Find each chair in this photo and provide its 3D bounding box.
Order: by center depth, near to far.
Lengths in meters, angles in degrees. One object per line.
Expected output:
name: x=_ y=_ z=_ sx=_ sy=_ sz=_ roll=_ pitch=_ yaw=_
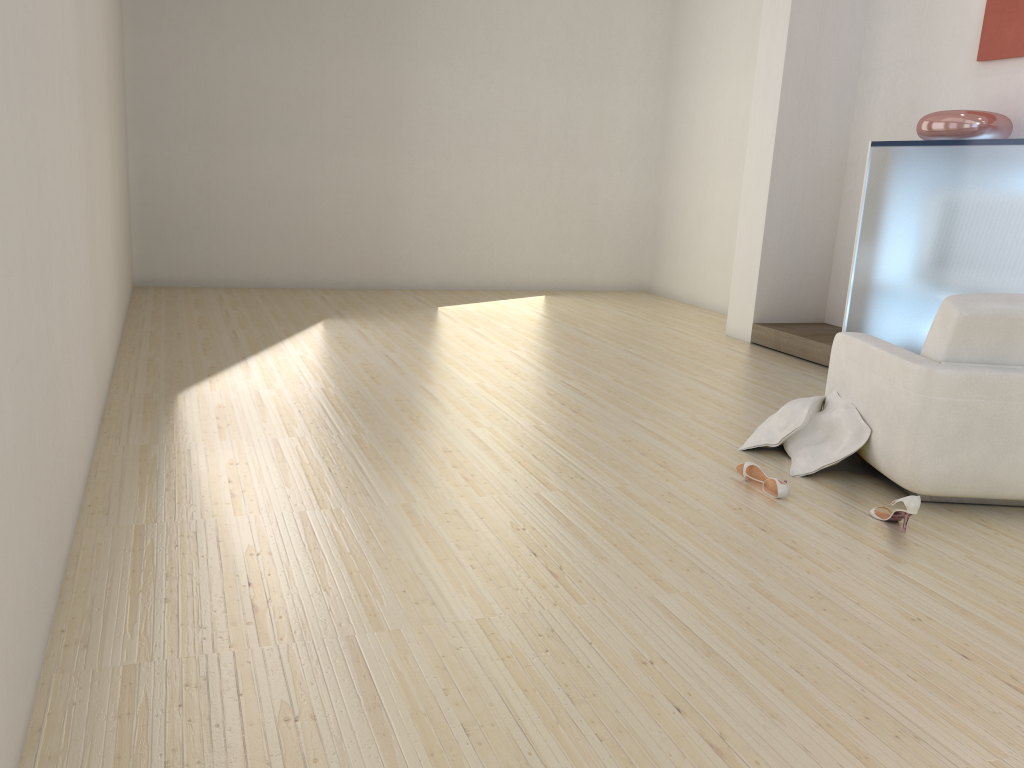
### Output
chair: x=2.007 y=-0.018 z=3.880 sx=0.919 sy=0.828 sz=0.941 roll=3 pitch=13 yaw=-1

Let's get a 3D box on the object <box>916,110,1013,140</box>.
object: x=2.857 y=-1.623 z=5.608 sx=0.534 sy=0.206 sz=0.546 roll=-5 pitch=16 yaw=-33

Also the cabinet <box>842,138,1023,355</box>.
cabinet: x=2.952 y=-0.751 z=5.422 sx=0.689 sy=1.396 sz=1.670 roll=-2 pitch=14 yaw=-21

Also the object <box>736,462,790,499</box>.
object: x=1.066 y=0.393 z=3.688 sx=0.121 sy=0.091 sz=0.287 roll=-2 pitch=14 yaw=-22

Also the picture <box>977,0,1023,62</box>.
picture: x=3.672 y=-2.139 z=4.306 sx=0.030 sy=0.794 sz=3.227 roll=-2 pitch=14 yaw=-21

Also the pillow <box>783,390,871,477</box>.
pillow: x=1.406 y=0.204 z=4.100 sx=0.312 sy=0.315 sz=0.615 roll=5 pitch=13 yaw=5

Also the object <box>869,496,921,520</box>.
object: x=1.446 y=0.457 z=3.353 sx=0.089 sy=0.149 sz=0.265 roll=1 pitch=13 yaw=-8

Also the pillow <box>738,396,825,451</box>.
pillow: x=1.379 y=0.168 z=4.389 sx=0.299 sy=0.287 sz=0.712 roll=11 pitch=15 yaw=30
